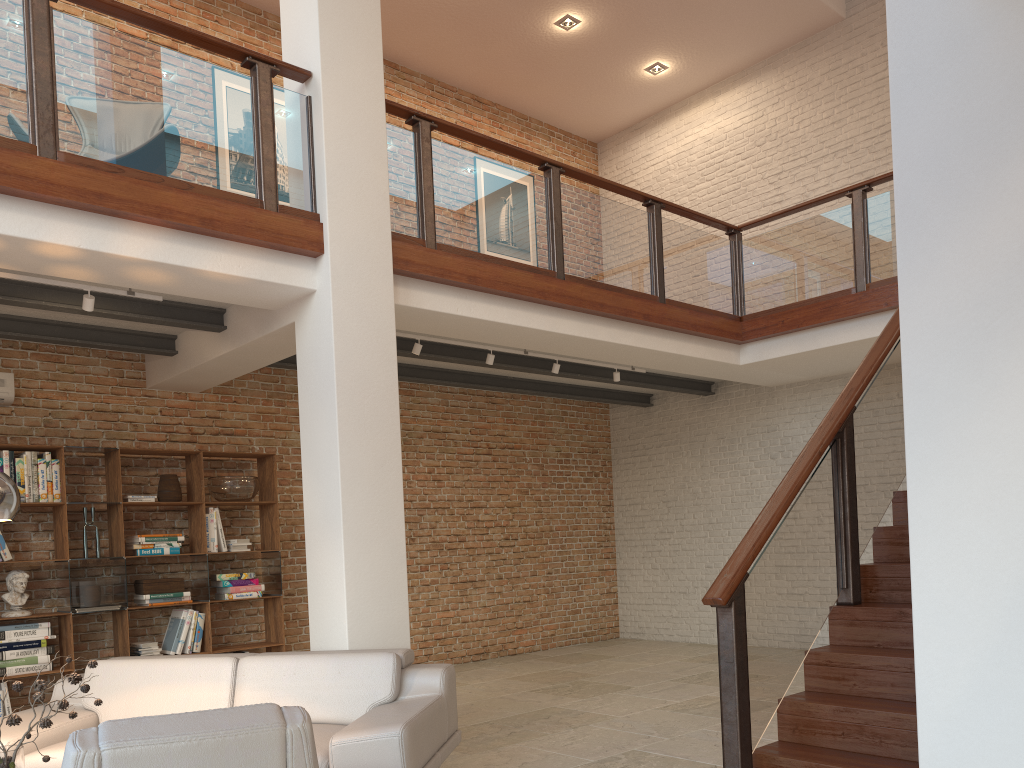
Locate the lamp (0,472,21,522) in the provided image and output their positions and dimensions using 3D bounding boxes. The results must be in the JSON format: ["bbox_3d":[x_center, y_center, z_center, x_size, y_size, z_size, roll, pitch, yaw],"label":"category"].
[{"bbox_3d":[-3.009,0.911,3.460,2.030,2.329,0.320,-2,0,-5],"label":"lamp"}]

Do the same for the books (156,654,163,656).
[{"bbox_3d":[-2.979,2.213,7.088,0.239,0.018,0.172,-10,-12,35],"label":"books"}]

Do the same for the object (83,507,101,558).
[{"bbox_3d":[-3.270,1.154,6.763,0.121,0.395,0.062,-2,0,-39],"label":"object"}]

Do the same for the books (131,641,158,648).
[{"bbox_3d":[-2.984,2.117,7.079,0.208,0.033,0.133,-12,-13,42],"label":"books"}]

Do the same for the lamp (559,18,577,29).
[{"bbox_3d":[0.550,-3.567,8.580,0.124,0.054,0.125,5,-11,-42],"label":"lamp"}]

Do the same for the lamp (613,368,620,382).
[{"bbox_3d":[0.963,-0.077,8.026,0.059,0.127,0.088,-3,-3,8],"label":"lamp"}]

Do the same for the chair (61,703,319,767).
[{"bbox_3d":[-0.793,1.232,2.109,1.026,1.005,0.985,0,-5,-25],"label":"chair"}]

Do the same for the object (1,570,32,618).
[{"bbox_3d":[-3.672,1.547,6.449,0.196,0.346,0.196,-2,-3,-26],"label":"object"}]

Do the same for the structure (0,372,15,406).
[{"bbox_3d":[-4.080,0.009,6.306,0.815,0.216,0.202,6,-9,-42],"label":"structure"}]

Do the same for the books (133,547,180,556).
[{"bbox_3d":[-2.917,1.375,7.139,0.327,0.055,0.259,4,-12,-32],"label":"books"}]

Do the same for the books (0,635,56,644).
[{"bbox_3d":[-3.652,1.887,6.449,0.446,0.020,0.276,7,-14,-42],"label":"books"}]

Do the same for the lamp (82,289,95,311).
[{"bbox_3d":[-2.430,-0.474,5.001,0.060,0.114,0.096,-1,-4,-35],"label":"lamp"}]

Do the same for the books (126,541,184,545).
[{"bbox_3d":[-2.923,1.301,7.134,0.247,0.018,0.381,-11,-13,40],"label":"books"}]

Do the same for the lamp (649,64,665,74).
[{"bbox_3d":[1.576,-3.448,9.501,0.124,0.054,0.125,5,-11,-42],"label":"lamp"}]

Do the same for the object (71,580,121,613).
[{"bbox_3d":[-3.262,1.645,6.780,0.336,0.230,0.287,4,-9,-42],"label":"object"}]

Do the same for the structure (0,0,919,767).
[{"bbox_3d":[2.154,-0.368,2.718,10.182,4.086,14.037,5,-12,-41],"label":"structure"}]

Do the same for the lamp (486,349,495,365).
[{"bbox_3d":[-0.176,-0.208,7.012,0.061,0.127,0.087,-1,-3,-40],"label":"lamp"}]

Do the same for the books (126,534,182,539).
[{"bbox_3d":[-2.934,1.247,7.142,0.357,0.020,0.275,7,-14,-43],"label":"books"}]

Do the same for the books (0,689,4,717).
[{"bbox_3d":[-3.757,2.384,6.344,0.055,0.326,0.257,-3,-3,-42],"label":"books"}]

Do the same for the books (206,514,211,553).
[{"bbox_3d":[-2.635,1.272,7.397,0.055,0.326,0.257,-3,-3,-42],"label":"books"}]

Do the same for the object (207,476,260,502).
[{"bbox_3d":[-2.421,0.925,7.587,0.438,0.216,0.442,-3,-8,-1],"label":"object"}]

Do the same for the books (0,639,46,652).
[{"bbox_3d":[-3.654,1.922,6.429,0.258,0.055,0.328,-12,-13,42],"label":"books"}]

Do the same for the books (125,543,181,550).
[{"bbox_3d":[-2.940,1.329,7.131,0.381,0.036,0.247,6,-14,-42],"label":"books"}]

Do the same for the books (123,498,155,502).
[{"bbox_3d":[-3.000,0.939,7.009,0.206,0.033,0.134,6,-13,-42],"label":"books"}]

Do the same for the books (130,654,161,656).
[{"bbox_3d":[-2.980,2.198,7.078,0.245,0.008,0.157,-12,-14,42],"label":"books"}]

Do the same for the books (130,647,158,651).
[{"bbox_3d":[-2.990,2.140,7.067,0.163,0.017,0.255,6,-14,-41],"label":"books"}]

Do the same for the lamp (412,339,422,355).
[{"bbox_3d":[-0.711,-0.271,6.528,0.086,0.128,0.059,-4,-2,18],"label":"lamp"}]

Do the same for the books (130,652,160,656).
[{"bbox_3d":[-2.988,2.184,7.067,0.255,0.017,0.163,-12,-14,42],"label":"books"}]

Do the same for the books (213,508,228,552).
[{"bbox_3d":[-2.554,1.259,7.500,0.101,0.380,0.246,-2,-2,-42],"label":"books"}]

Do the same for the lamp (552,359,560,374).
[{"bbox_3d":[0.378,-0.143,7.509,0.061,0.127,0.087,-1,-3,-40],"label":"lamp"}]

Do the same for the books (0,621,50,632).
[{"bbox_3d":[-3.663,1.797,6.461,0.381,0.036,0.247,6,-14,-42],"label":"books"}]

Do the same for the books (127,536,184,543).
[{"bbox_3d":[-2.917,1.273,7.129,0.247,0.036,0.381,-11,-13,41],"label":"books"}]

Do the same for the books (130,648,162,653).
[{"bbox_3d":[-2.981,2.161,7.088,0.239,0.018,0.172,-11,-13,40],"label":"books"}]

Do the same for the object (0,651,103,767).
[{"bbox_3d":[-1.721,1.280,3.190,0.318,0.600,0.546,-3,-4,19],"label":"object"}]

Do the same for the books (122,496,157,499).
[{"bbox_3d":[-3.010,0.914,7.011,0.173,0.018,0.237,-11,-13,40],"label":"books"}]

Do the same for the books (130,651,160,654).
[{"bbox_3d":[-2.981,2.173,7.078,0.245,0.008,0.157,-12,-14,42],"label":"books"}]

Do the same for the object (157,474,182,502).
[{"bbox_3d":[-2.819,0.862,7.172,0.193,0.230,0.196,-3,-4,5],"label":"object"}]

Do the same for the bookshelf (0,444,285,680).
[{"bbox_3d":[-3.275,1.600,6.792,3.040,2.173,0.368,3,-4,-42],"label":"bookshelf"}]

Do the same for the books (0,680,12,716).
[{"bbox_3d":[-3.727,2.366,6.402,0.079,0.381,0.246,-3,-2,-42],"label":"books"}]
